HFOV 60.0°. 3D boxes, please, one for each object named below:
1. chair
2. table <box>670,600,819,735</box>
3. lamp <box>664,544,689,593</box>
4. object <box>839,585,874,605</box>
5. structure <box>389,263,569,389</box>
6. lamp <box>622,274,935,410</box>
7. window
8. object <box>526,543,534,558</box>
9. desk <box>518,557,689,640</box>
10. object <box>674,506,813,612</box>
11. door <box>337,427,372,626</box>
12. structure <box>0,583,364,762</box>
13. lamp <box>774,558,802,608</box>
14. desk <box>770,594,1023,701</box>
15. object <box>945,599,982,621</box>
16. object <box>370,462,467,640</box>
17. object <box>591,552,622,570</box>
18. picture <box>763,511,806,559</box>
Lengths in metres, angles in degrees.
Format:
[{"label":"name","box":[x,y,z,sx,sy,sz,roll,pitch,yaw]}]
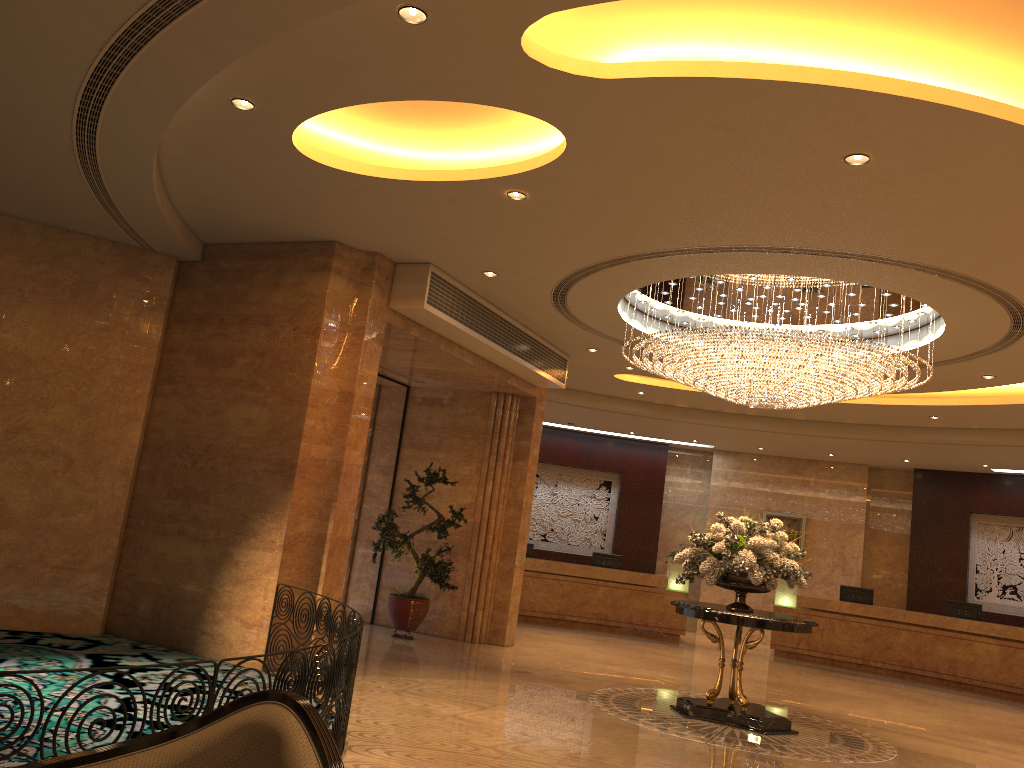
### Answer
[{"label":"chair","box":[-0.948,1.410,2.580,0.951,0.916,0.769,4,-10,20]},{"label":"table","box":[2.325,2.878,9.105,1.493,1.089,1.493,4,-10,19]},{"label":"lamp","box":[3.239,3.569,17.309,0.570,0.923,0.580,4,-10,22]},{"label":"object","box":[6.503,4.088,16.757,0.430,0.500,0.531,13,-11,-27]},{"label":"structure","box":[-0.231,-0.600,11.056,0.425,0.483,4.113,3,-11,25]},{"label":"lamp","box":[2.813,-0.332,9.632,3.204,1.196,3.206,13,-11,-27]},{"label":"window","box":[-2.521,1.414,11.642,0.047,3.571,3.515,3,-11,25]},{"label":"object","box":[0.115,3.339,17.358,0.531,0.500,0.430,5,-10,17]},{"label":"desk","box":[0.964,4.059,17.273,5.227,1.155,1.570,9,-10,-10]},{"label":"object","box":[2.458,1.864,9.315,1.318,0.999,1.277,14,-12,-33]},{"label":"door","box":[-2.571,1.782,11.579,0.195,2.758,1.880,3,-11,25]},{"label":"structure","box":[-3.399,1.509,4.235,3.815,0.995,7.624,-1,-13,43]},{"label":"lamp","box":[5.237,3.773,16.909,0.577,0.925,0.542,3,-11,27]},{"label":"desk","box":[9.244,4.390,12.629,3.466,1.155,12.951,13,-11,-30]},{"label":"object","box":[8.043,4.135,15.804,0.430,0.500,0.531,10,-10,-14]},{"label":"object","box":[-1.274,2.226,11.944,1.250,2.363,0.843,7,-10,6]},{"label":"object","box":[1.712,3.602,17.636,0.918,0.500,0.397,6,-10,8]},{"label":"picture","box":[5.760,3.202,18.854,0.875,0.890,0.068,5,-10,16]}]
